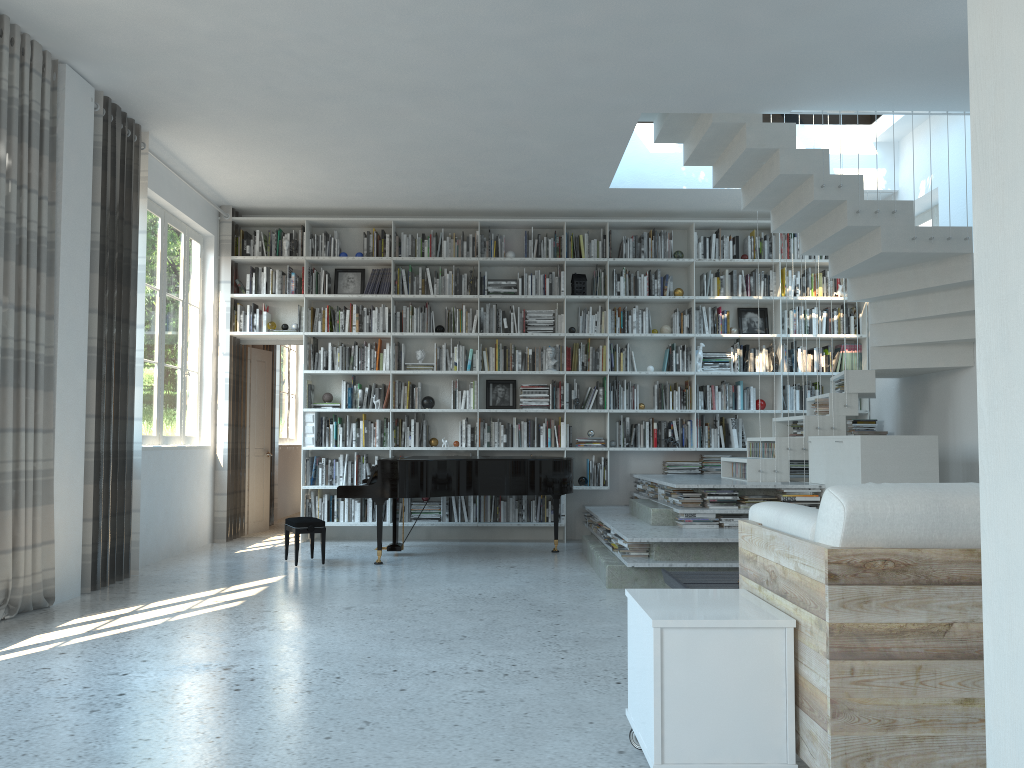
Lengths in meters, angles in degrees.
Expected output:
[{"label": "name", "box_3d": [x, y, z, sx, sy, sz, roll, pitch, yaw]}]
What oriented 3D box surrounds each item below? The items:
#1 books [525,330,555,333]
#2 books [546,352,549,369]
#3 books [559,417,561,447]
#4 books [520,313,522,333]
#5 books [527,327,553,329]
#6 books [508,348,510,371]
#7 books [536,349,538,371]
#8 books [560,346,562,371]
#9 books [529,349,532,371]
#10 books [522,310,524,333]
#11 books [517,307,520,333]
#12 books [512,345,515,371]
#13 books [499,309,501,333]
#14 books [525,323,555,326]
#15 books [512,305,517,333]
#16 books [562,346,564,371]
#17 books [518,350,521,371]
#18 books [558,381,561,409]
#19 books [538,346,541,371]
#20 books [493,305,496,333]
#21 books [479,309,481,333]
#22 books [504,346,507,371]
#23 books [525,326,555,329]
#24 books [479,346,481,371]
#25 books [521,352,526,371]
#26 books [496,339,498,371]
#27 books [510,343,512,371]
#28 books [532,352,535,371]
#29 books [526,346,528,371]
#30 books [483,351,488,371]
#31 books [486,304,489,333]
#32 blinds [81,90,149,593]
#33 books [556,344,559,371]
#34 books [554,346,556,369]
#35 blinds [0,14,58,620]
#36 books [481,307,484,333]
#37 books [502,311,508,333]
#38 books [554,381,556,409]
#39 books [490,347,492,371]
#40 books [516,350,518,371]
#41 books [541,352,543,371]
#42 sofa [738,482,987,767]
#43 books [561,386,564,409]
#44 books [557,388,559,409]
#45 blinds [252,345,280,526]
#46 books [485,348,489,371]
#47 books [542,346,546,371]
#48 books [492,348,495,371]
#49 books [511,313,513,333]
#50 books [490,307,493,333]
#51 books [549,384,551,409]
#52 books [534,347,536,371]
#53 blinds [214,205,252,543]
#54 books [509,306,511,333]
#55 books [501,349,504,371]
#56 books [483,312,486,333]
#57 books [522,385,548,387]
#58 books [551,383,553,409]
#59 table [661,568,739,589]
[{"label": "books", "box_3d": [0.276, -0.519, 8.777, 0.285, 0.012, 0.159, 0, -4, 0]}, {"label": "books", "box_3d": [0.345, -0.209, 8.758, 0.035, 0.201, 0.149, 0, -3, -1]}, {"label": "books", "box_3d": [0.469, 0.474, 8.728, 0.011, 0.300, 0.149, 0, -3, -1]}, {"label": "books", "box_3d": [0.086, -0.585, 8.774, 0.024, 0.216, 0.132, 0, -3, -1]}, {"label": "books", "box_3d": [0.276, -0.544, 8.778, 0.254, 0.012, 0.161, 0, -4, -2]}, {"label": "books", "box_3d": [-0.029, -0.228, 8.756, 0.025, 0.236, 0.137, 0, -3, -1]}, {"label": "books", "box_3d": [0.245, -0.223, 8.769, 0.025, 0.230, 0.143, 0, -3, -1]}, {"label": "books", "box_3d": [0.480, -0.238, 8.767, 0.014, 0.260, 0.137, 0, -3, -1]}, {"label": "books", "box_3d": [0.178, -0.222, 8.739, 0.029, 0.224, 0.185, 0, -3, -1]}, {"label": "books", "box_3d": [0.106, -0.600, 8.766, 0.015, 0.244, 0.183, 0, -3, -1]}, {"label": "books", "box_3d": [0.064, -0.613, 8.760, 0.021, 0.269, 0.191, 0, -3, -1]}, {"label": "books", "box_3d": [0.010, -0.245, 8.736, 0.028, 0.267, 0.190, 0, -3, -1]}, {"label": "books", "box_3d": [-0.118, -0.603, 8.767, 0.014, 0.250, 0.173, 0, -3, -1]}, {"label": "books", "box_3d": [0.276, -0.592, 8.781, 0.285, 0.012, 0.159, 0, -4, 0]}, {"label": "books", "box_3d": [0.029, -0.623, 8.774, 0.049, 0.291, 0.162, 0, -3, -1]}, {"label": "books", "box_3d": [0.498, -0.239, 8.774, 0.023, 0.264, 0.107, 0, -3, -1]}, {"label": "books", "box_3d": [0.074, -0.217, 8.750, 0.030, 0.214, 0.168, 0, -3, -1]}, {"label": "books", "box_3d": [0.469, 0.118, 8.733, 0.011, 0.279, 0.186, 0, -3, -1]}, {"label": "books", "box_3d": [0.270, -0.238, 8.751, 0.025, 0.258, 0.150, 0, -3, -1]}, {"label": "books", "box_3d": [-0.175, -0.625, 8.776, 0.029, 0.295, 0.151, 0, -3, -1]}, {"label": "books", "box_3d": [-0.313, -0.605, 8.775, 0.012, 0.254, 0.161, 0, -3, -1]}, {"label": "books", "box_3d": [-0.068, -0.239, 8.769, 0.028, 0.259, 0.134, 0, -3, -1]}, {"label": "books", "box_3d": [0.276, -0.556, 8.774, 0.285, 0.012, 0.159, 0, -4, -4]}, {"label": "books", "box_3d": [-0.314, -0.237, 8.755, 0.012, 0.254, 0.161, 0, -3, -1]}, {"label": "books", "box_3d": [0.114, -0.208, 8.762, 0.050, 0.199, 0.146, 0, -3, -1]}, {"label": "books", "box_3d": [-0.148, -0.271, 8.726, 0.014, 0.317, 0.188, 0, -3, -1]}, {"label": "books", "box_3d": [-0.010, -0.252, 8.750, 0.013, 0.283, 0.177, 0, -3, -1]}, {"label": "books", "box_3d": [0.207, -0.210, 8.741, 0.029, 0.200, 0.178, 0, -3, -1]}, {"label": "books", "box_3d": [0.146, -0.239, 8.755, 0.014, 0.258, 0.161, 0, -3, -1]}, {"label": "books", "box_3d": [-0.260, -0.216, 8.738, 0.053, 0.208, 0.156, 0, -3, -1]}, {"label": "books", "box_3d": [-0.241, -0.627, 8.764, 0.026, 0.297, 0.179, 0, -3, -1]}, {"label": "blinds", "box_3d": [-2.730, -0.270, 6.047, 0.140, 3.229, 0.776, 0, -3, -1]}, {"label": "books", "box_3d": [0.446, -0.247, 8.771, 0.025, 0.279, 0.108, 0, -3, -1]}, {"label": "books", "box_3d": [0.422, -0.238, 8.760, 0.025, 0.259, 0.130, 0, -3, -1]}, {"label": "blinds", "box_3d": [-2.705, -0.377, 4.719, 0.183, 3.259, 1.026, 0, -3, -2]}, {"label": "books", "box_3d": [-0.294, -0.612, 8.765, 0.026, 0.267, 0.171, 0, -3, -1]}, {"label": "books", "box_3d": [-0.066, -0.597, 8.762, 0.066, 0.236, 0.154, 0, -3, -1]}, {"label": "books", "box_3d": [0.425, 0.115, 8.745, 0.011, 0.288, 0.152, 0, -3, -1]}, {"label": "books", "box_3d": [-0.208, -0.234, 8.760, 0.026, 0.248, 0.139, 0, -3, -1]}, {"label": "books", "box_3d": [0.047, -0.218, 8.749, 0.024, 0.216, 0.175, 0, -3, -1]}, {"label": "books", "box_3d": [0.293, -0.211, 8.766, 0.022, 0.206, 0.114, 0, -3, -1]}, {"label": "sofa", "box_3d": [1.852, 0.700, 2.578, 2.194, 0.853, 0.872, 0, -3, -1]}, {"label": "books", "box_3d": [0.492, 0.143, 8.722, 0.034, 0.229, 0.199, 0, -3, -1]}, {"label": "books", "box_3d": [0.453, 0.150, 8.749, 0.021, 0.217, 0.132, 0, -3, -1]}, {"label": "blinds", "box_3d": [-2.787, -0.009, 10.012, 0.140, 3.229, 0.776, 0, -3, -1]}, {"label": "books", "box_3d": [-0.242, -0.231, 8.751, 0.042, 0.242, 0.162, 0, -3, -1]}, {"label": "books", "box_3d": [0.316, -0.238, 8.762, 0.024, 0.259, 0.126, 0, -3, -1]}, {"label": "books", "box_3d": [-0.180, -0.230, 8.754, 0.029, 0.240, 0.156, 0, -3, -1]}, {"label": "books", "box_3d": [0.001, -0.586, 8.769, 0.024, 0.216, 0.148, 0, -3, -1]}, {"label": "books", "box_3d": [-0.202, -0.612, 8.757, 0.025, 0.265, 0.185, 0, -3, -1]}, {"label": "books", "box_3d": [0.378, 0.131, 8.736, 0.012, 0.254, 0.161, 0, -3, -1]}, {"label": "books", "box_3d": [0.227, -0.233, 8.732, 0.012, 0.245, 0.186, 0, -3, -1]}, {"label": "blinds", "box_3d": [-2.770, -0.086, 8.836, 0.140, 3.229, 0.776, 0, -3, -1]}, {"label": "books", "box_3d": [-0.022, -0.620, 8.777, 0.022, 0.285, 0.131, 0, -3, -1]}, {"label": "books", "box_3d": [-0.094, -0.224, 8.761, 0.024, 0.228, 0.147, 0, -3, -1]}, {"label": "books", "box_3d": [-0.268, -0.592, 8.780, 0.027, 0.228, 0.147, 0, -3, -1]}, {"label": "books", "box_3d": [0.223, 0.023, 8.743, 0.254, 0.012, 0.161, 0, -4, -4]}, {"label": "books", "box_3d": [0.390, 0.128, 8.734, 0.011, 0.260, 0.184, 0, -3, -1]}, {"label": "table", "box_3d": [1.524, 1.159, 4.617, 1.270, 0.218, 1.258, 0, -4, -1]}]
